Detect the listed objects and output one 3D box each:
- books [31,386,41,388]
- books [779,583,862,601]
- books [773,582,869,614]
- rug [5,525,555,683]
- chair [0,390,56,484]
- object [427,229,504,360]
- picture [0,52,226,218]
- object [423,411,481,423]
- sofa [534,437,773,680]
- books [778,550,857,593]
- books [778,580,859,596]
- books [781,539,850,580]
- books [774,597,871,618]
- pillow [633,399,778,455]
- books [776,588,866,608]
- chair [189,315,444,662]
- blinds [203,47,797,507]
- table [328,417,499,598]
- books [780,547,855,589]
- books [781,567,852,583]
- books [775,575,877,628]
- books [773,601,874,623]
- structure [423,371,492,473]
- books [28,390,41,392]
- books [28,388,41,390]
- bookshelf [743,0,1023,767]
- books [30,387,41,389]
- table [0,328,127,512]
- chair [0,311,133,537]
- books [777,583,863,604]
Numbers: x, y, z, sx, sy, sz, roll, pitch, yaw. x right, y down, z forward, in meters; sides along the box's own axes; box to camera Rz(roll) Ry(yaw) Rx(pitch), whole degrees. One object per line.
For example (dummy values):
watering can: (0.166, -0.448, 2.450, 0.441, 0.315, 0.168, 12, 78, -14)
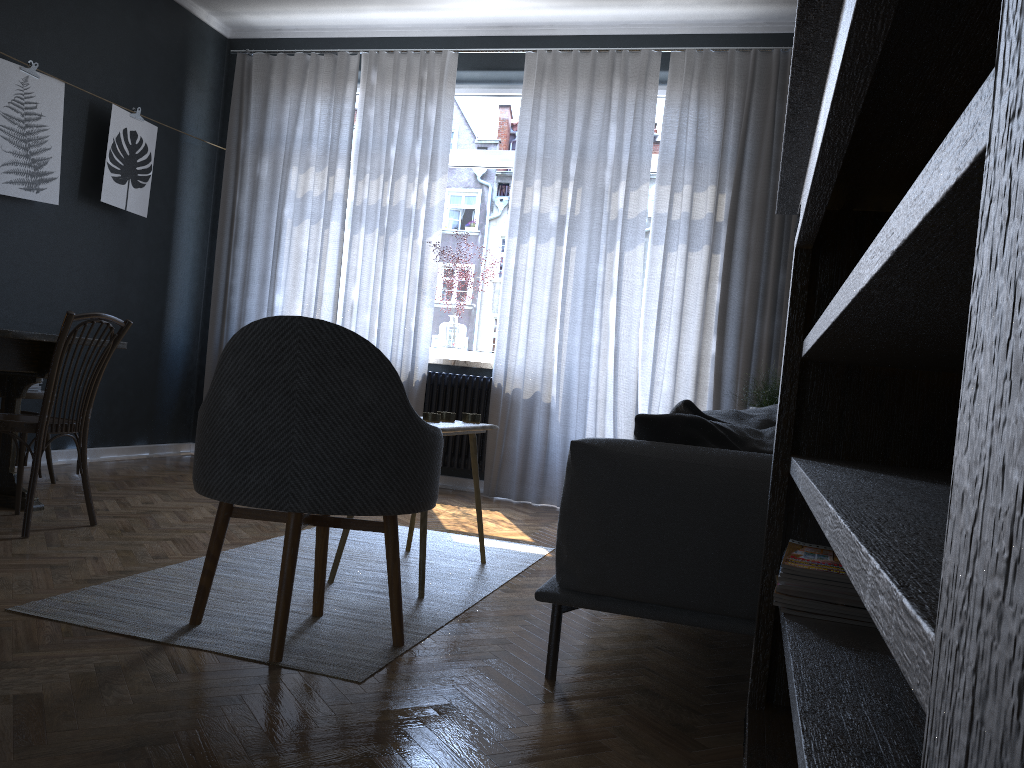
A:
books: (-2.433, -0.003, 4.184, 0.218, 0.013, 0.305, 6, 0, 27)
books: (0.594, 0.349, 1.568, 0.218, 0.006, 0.305, 6, 0, 20)
books: (0.588, 0.365, 1.580, 0.218, 0.013, 0.305, 6, 0, 20)
rug: (-0.555, 0.657, 3.095, 1.003, 0.013, 2.012, 6, 0, 15)
chair: (-2.465, 0.008, 4.219, 0.549, 0.921, 0.438, 6, 1, 13)
object: (-0.348, -0.564, 5.755, 0.514, 0.810, 0.599, 6, 0, -10)
picture: (-2.602, -1.337, 4.098, 0.058, 0.771, 4.458, 6, 0, 15)
object: (-0.237, 0.123, 3.295, 0.103, 0.033, 0.369, 6, 0, 26)
sofa: (0.797, 0.390, 3.085, 0.969, 0.798, 2.341, 6, 0, 15)
books: (0.590, 0.336, 1.570, 0.218, 0.008, 0.304, 6, 0, 19)
books: (0.592, 0.344, 1.573, 0.218, 0.008, 0.288, 6, 0, 19)
books: (0.597, 0.314, 1.567, 0.218, 0.013, 0.305, 6, 0, 20)
books: (0.588, 0.373, 1.578, 0.218, 0.008, 0.305, 6, 0, 20)
pillow: (0.599, 0.189, 2.497, 0.442, 0.362, 0.798, 6, 0, 33)
books: (0.594, 0.360, 1.577, 0.218, 0.008, 0.288, 6, 0, 21)
chair: (-0.506, 0.250, 2.262, 0.645, 0.811, 0.494, 6, 0, -6)
blinds: (-0.117, -0.699, 5.601, 3.991, 2.789, 0.312, 6, 1, 15)
table: (-0.327, 0.405, 3.176, 0.339, 0.550, 0.788, 6, 0, 15)
books: (0.593, 0.330, 1.569, 0.218, 0.008, 0.304, 6, 0, 19)
books: (0.598, 0.323, 1.568, 0.218, 0.008, 0.305, 6, 0, 20)
books: (0.587, 0.388, 1.578, 0.218, 0.008, 0.304, 6, 0, 15)
books: (0.588, 0.381, 1.580, 0.218, 0.007, 0.305, 6, 0, 20)
structure: (-0.860, 0.188, 5.857, 1.846, 0.600, 0.216, 6, 1, 15)
books: (-2.435, 0.019, 4.186, 0.218, 0.008, 0.305, 6, 0, 22)
books: (-2.435, 0.012, 4.184, 0.218, 0.007, 0.305, 6, 0, 27)
bookshelf: (0.486, 0.166, 0.967, 0.450, 1.172, 1.919, 6, 0, 15)
books: (-2.434, 0.005, 4.185, 0.218, 0.008, 0.305, 6, 0, 27)
table: (-2.414, 0.108, 3.137, 1.125, 0.727, 1.605, 6, 0, 15)
chair: (-1.753, 0.126, 3.308, 0.466, 0.820, 0.363, 6, 1, 15)
books: (0.596, 0.355, 1.576, 0.218, 0.008, 0.288, 6, 0, 21)
